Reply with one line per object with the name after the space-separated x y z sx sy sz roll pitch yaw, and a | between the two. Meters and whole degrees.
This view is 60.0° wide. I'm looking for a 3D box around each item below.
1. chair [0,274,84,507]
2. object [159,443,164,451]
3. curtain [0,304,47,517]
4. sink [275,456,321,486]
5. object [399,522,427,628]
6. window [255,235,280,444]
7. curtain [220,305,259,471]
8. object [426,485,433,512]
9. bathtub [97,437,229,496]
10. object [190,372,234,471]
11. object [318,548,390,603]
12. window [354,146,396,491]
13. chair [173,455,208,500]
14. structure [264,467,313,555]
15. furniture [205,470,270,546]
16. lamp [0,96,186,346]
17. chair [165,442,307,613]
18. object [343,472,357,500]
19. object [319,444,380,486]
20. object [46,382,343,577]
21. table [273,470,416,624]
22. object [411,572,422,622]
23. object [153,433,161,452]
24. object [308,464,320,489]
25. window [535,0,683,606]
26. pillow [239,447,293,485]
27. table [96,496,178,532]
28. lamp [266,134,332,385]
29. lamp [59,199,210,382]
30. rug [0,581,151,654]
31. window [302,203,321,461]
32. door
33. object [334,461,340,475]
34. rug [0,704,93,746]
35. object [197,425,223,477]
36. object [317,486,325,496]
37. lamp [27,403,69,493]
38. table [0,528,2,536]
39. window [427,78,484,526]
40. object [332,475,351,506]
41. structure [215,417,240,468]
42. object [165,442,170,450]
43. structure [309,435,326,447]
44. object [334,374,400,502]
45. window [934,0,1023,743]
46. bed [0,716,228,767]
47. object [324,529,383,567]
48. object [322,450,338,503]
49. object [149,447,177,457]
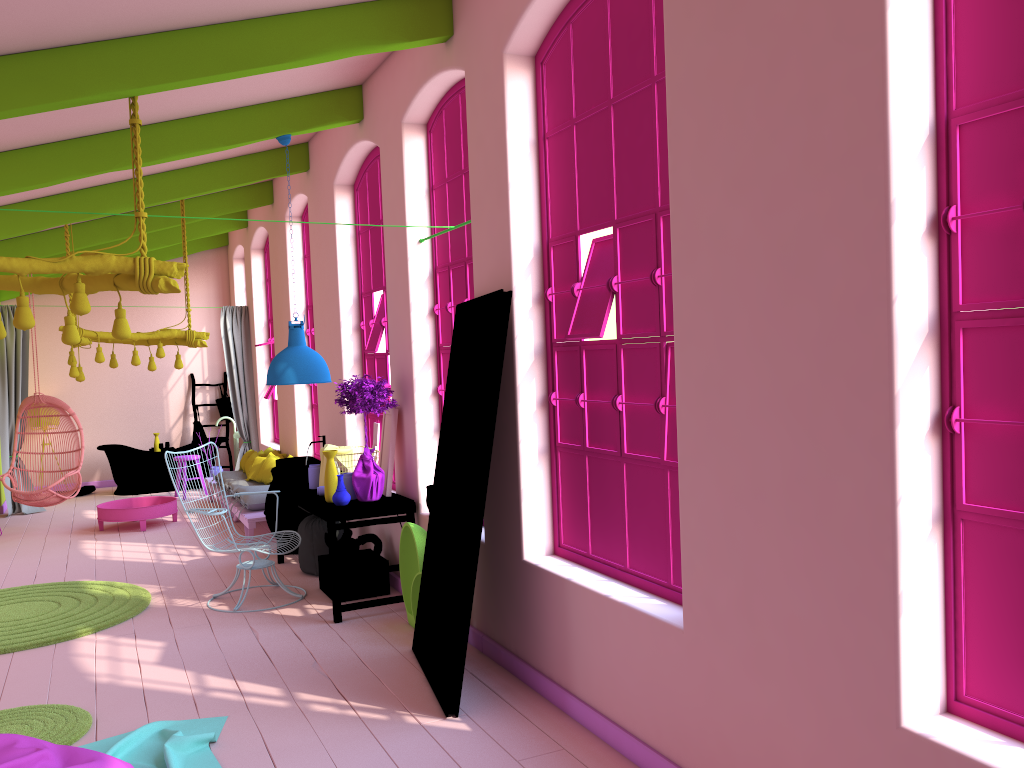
-5.553 -0.118 10.343 0.860 3.131 0.806 -3 3 -5 | chair
-5.293 0.980 13.383 0.069 0.170 0.069 -3 3 -6 | object
-6.626 0.324 11.797 0.518 2.787 0.525 -5 4 -44 | curtain
-1.898 0.774 7.911 0.340 0.194 0.609 -3 2 -25 | sink
-0.613 1.318 6.192 0.218 0.734 0.451 -4 3 -25 | object
-3.220 -0.635 12.255 0.551 3.011 1.513 -4 3 -25 | window
-3.964 0.227 13.039 0.518 2.787 0.525 -3 3 -6 | curtain
-0.536 0.851 6.470 0.182 0.223 0.182 0 3 42 | object
-5.306 1.245 13.600 1.888 0.740 0.826 -3 3 -25 | bathtub
-4.922 0.693 14.575 0.603 1.765 0.410 -4 3 -25 | object
-1.279 1.539 7.151 0.446 0.277 0.521 -3 2 -25 | object
-1.122 -0.566 7.813 0.492 3.005 1.497 -4 3 -25 | window
-4.647 1.326 12.690 0.446 0.593 0.472 -1 3 34 | chair
-2.090 1.232 8.785 0.718 0.845 0.717 -1 3 32 | structure
-3.150 1.371 10.809 0.907 0.507 3.775 -3 2 -25 | furniture
-2.980 -1.247 4.967 1.610 2.266 1.775 -5 3 -43 | lamp
-2.132 1.100 7.052 0.925 1.239 1.078 -2 2 10 | chair
-1.241 0.778 6.764 0.109 0.197 0.109 -2 3 12 | object
-1.391 0.689 7.403 0.444 0.369 0.633 -3 2 -25 | object
-4.333 0.887 10.752 2.826 1.581 7.863 -3 2 -24 | object
-1.448 1.264 7.420 0.655 0.821 2.192 -3 2 -25 | table
-0.534 1.461 5.870 0.137 0.463 0.284 -5 3 -40 | object
-5.408 0.908 13.509 0.097 0.321 0.097 -3 3 -14 | object
-1.658 0.780 7.476 0.109 0.197 0.109 -4 3 -33 | object
0.516 -0.510 4.355 0.214 3.011 1.513 -4 3 -25 | window
-3.048 0.998 10.937 0.578 0.399 1.997 -3 2 -25 | pillow
-4.436 1.545 10.525 0.885 0.285 0.885 -2 2 1 | table
-1.773 -1.002 7.170 0.529 2.003 0.528 -2 3 6 | lamp
-4.663 -1.169 10.303 1.610 2.266 1.775 -5 3 -43 | lamp
-3.792 1.770 6.793 1.888 0.050 1.888 -4 3 -38 | rug
-2.175 -0.609 10.036 0.072 3.049 1.274 -4 3 -25 | window
-0.319 0.609 5.129 0.450 2.212 1.153 -3 3 -15 | door
-1.611 0.743 7.788 0.165 0.250 0.410 -2 2 10 | object
-2.599 1.811 4.546 0.792 0.021 0.792 -4 3 -43 | rug
-4.439 1.099 13.159 0.451 0.988 0.277 -1 3 19 | object
-1.480 0.850 7.070 0.137 0.076 0.076 -3 2 -5 | object
-7.093 0.942 13.443 0.491 1.467 0.476 -2 3 5 | lamp
-6.203 1.545 10.083 0.596 0.459 0.595 -2 2 12 | table
-0.309 -0.546 6.075 0.072 3.049 1.274 -4 3 -25 | window
-1.247 0.773 6.465 0.132 0.219 0.132 -3 3 -8 | object
-4.400 1.040 13.999 0.451 1.062 0.254 -1 3 18 | structure
-5.272 0.973 13.573 0.069 0.170 0.069 -3 3 -6 | object
-1.745 0.665 8.008 0.166 0.397 0.087 -3 3 -16 | structure
-1.098 0.399 6.684 0.502 0.951 0.441 -1 3 25 | object
1.553 -0.483 2.124 0.072 3.049 1.274 -4 3 -25 | window
-2.057 1.619 2.573 2.801 0.514 3.575 -3 2 -25 | bed
-1.315 1.441 7.292 0.672 0.448 0.300 0 3 40 | object
-1.352 0.690 6.632 0.116 0.383 0.116 0 3 39 | object
-5.344 1.036 13.577 0.360 0.068 1.323 -3 2 -25 | object
